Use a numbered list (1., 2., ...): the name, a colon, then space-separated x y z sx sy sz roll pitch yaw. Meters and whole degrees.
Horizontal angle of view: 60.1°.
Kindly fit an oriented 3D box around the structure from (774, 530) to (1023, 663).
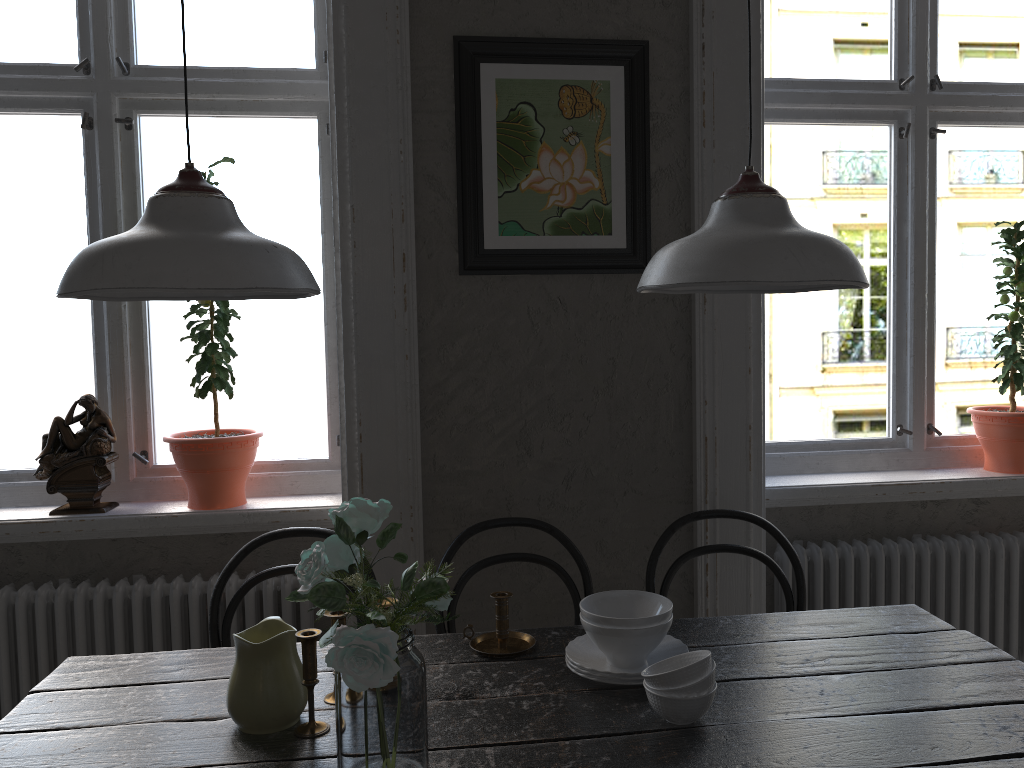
1. structure: 1.397 0.683 2.774 1.231 0.428 0.148 -2 4 -9

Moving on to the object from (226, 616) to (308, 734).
1. object: -0.425 0.495 1.525 0.146 0.170 0.139 2 5 45

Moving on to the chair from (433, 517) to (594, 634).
1. chair: 0.046 0.814 2.031 0.441 0.920 0.545 -2 4 -9

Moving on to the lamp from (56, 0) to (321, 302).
1. lamp: -0.510 -1.059 1.316 0.372 1.858 0.386 1 4 31

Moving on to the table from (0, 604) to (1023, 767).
1. table: 0.070 0.936 1.556 1.930 0.735 0.900 -2 4 -7

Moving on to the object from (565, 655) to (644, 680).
1. object: 0.223 0.535 1.715 0.242 0.027 0.232 -4 5 -38

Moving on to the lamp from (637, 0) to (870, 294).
1. lamp: 0.381 -1.082 1.433 0.379 1.858 0.379 -1 4 1

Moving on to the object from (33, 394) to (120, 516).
1. object: -1.243 0.194 2.487 0.238 0.329 0.119 -1 4 -5

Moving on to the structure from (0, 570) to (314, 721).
1. structure: -1.129 0.750 2.439 1.231 0.428 0.148 -2 4 -9

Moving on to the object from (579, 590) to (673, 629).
1. object: 0.221 0.470 1.711 0.181 0.094 0.177 -2 4 -15

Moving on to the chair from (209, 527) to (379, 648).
1. chair: -0.507 0.829 1.954 0.437 0.920 0.549 -1 4 1

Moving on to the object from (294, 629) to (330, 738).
1. object: -0.337 0.498 1.482 0.059 0.167 0.059 -1 4 7

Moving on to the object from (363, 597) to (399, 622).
1. object: -0.247 0.482 1.678 0.097 0.172 0.094 -3 4 -25

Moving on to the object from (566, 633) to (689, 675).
1. object: 0.223 0.526 1.715 0.235 0.027 0.240 0 4 16

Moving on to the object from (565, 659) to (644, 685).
1. object: 0.223 0.544 1.716 0.235 0.027 0.239 0 4 11

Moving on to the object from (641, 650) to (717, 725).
1. object: 0.284 0.509 1.504 0.127 0.119 0.125 -1 4 9

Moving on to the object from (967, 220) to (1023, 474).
1. object: 1.616 -0.124 2.864 0.256 0.813 0.263 0 4 21

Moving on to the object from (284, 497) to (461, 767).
1. object: -0.203 0.382 1.308 0.253 0.414 0.310 -2 4 -8

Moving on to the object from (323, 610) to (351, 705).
1. object: -0.313 0.487 1.609 0.061 0.172 0.062 0 4 15

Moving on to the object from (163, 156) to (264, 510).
1. object: -0.860 -0.146 2.521 0.265 0.991 0.275 1 4 33

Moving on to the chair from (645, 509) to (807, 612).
1. chair: 0.532 0.802 2.078 0.436 0.920 0.551 -1 4 6

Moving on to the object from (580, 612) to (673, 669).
1. object: 0.221 0.490 1.713 0.181 0.094 0.177 -2 4 -15

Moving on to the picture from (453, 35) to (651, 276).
1. picture: 0.113 -0.602 2.352 0.524 0.619 0.020 -2 4 -8

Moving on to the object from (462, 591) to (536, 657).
1. object: -0.020 0.497 1.857 0.142 0.112 0.137 -3 4 -24
